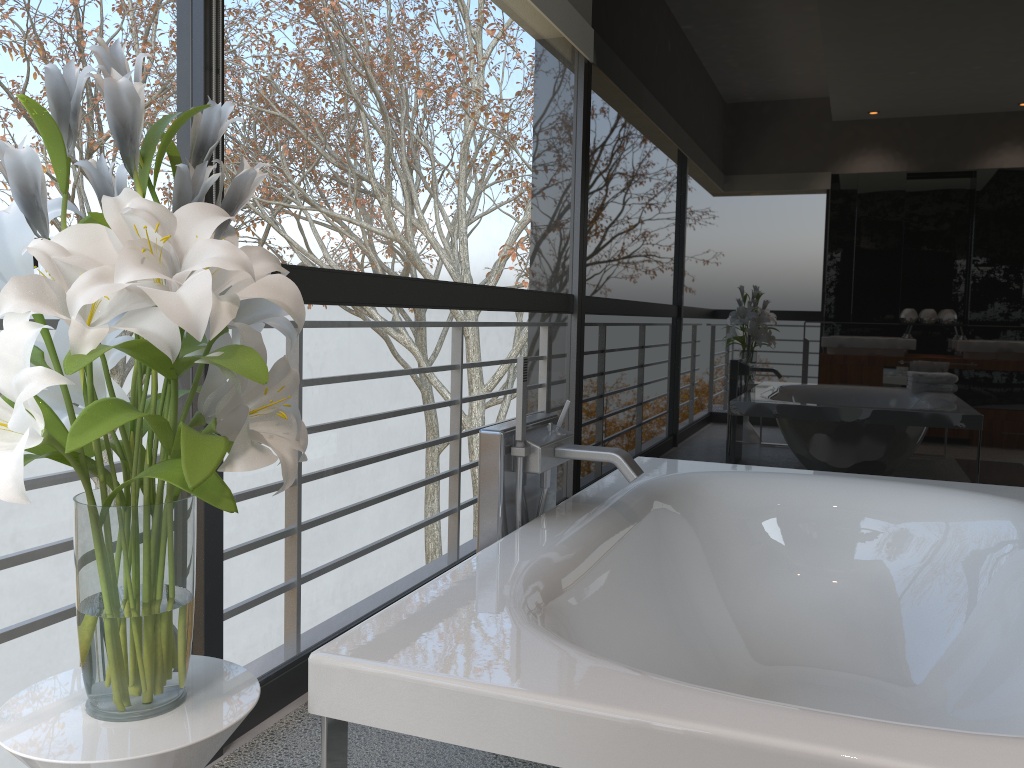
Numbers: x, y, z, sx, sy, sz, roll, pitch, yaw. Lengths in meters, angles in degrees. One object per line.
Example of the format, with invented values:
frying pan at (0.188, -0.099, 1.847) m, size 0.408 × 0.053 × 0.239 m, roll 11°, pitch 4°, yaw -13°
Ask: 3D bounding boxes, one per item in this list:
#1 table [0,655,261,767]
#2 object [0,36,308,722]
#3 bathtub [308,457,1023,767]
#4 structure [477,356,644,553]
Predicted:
table at (-0.481, 0.636, 1.130) m, size 0.307 × 0.478 × 0.308 m, roll 2°, pitch 4°, yaw 5°
object at (-0.465, 0.002, 1.073) m, size 0.450 × 0.795 × 0.460 m, roll -2°, pitch 5°, yaw -41°
bathtub at (0.687, 0.591, 1.900) m, size 1.328 × 0.504 × 1.959 m, roll 3°, pitch 5°, yaw 21°
structure at (0.143, 0.374, 2.147) m, size 0.330 × 0.884 × 0.402 m, roll 3°, pitch 4°, yaw 21°
